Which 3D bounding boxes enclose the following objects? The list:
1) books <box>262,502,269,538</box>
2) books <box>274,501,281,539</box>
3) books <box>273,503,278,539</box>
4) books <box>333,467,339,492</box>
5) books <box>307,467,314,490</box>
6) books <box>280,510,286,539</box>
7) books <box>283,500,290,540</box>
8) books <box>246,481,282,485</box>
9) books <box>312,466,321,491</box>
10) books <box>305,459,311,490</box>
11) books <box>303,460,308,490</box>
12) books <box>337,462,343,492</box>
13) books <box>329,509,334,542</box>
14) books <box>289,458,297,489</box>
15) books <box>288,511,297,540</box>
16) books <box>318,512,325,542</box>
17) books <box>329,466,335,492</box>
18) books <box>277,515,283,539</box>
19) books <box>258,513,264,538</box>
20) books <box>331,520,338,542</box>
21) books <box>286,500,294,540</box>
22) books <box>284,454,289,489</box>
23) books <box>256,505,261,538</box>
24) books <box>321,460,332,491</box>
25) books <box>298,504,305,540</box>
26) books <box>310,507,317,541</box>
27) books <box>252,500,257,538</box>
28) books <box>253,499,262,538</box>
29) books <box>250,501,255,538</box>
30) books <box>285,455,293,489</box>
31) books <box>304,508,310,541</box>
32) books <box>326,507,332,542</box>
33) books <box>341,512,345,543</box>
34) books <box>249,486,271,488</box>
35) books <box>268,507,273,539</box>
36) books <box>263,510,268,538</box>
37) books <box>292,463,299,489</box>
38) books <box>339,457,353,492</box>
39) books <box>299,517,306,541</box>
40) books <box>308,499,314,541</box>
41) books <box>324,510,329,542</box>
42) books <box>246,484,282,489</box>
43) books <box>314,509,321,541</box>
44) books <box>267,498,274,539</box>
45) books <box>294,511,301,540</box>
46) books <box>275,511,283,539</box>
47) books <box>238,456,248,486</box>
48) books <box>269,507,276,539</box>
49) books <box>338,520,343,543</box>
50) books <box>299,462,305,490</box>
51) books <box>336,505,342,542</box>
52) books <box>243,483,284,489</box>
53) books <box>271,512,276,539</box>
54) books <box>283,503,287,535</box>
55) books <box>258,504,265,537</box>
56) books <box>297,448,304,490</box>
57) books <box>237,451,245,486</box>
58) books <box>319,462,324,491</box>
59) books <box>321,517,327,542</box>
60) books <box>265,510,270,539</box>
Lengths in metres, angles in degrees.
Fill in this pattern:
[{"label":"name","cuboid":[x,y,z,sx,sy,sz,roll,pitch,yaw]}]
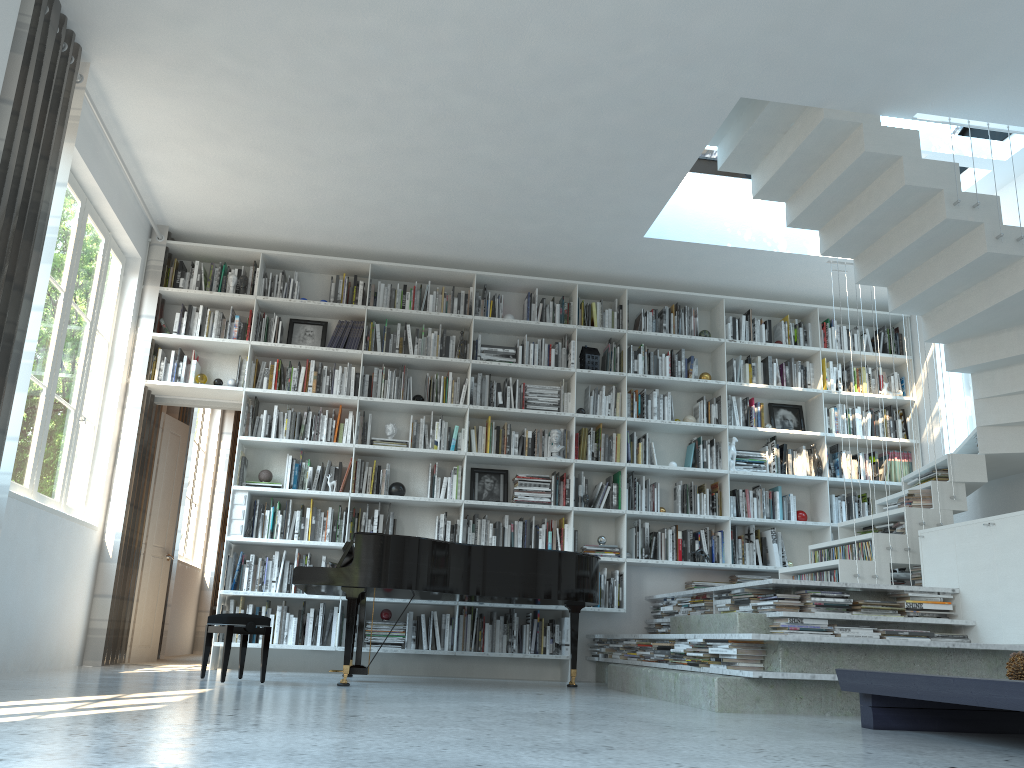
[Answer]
[{"label":"books","cuboid":[-1.827,1.024,6.568,0.008,0.279,0.165,5,-16,-8]},{"label":"books","cuboid":[-1.735,1.024,6.568,0.007,0.285,0.182,5,-16,-8]},{"label":"books","cuboid":[-1.747,1.034,6.589,0.009,0.277,0.158,5,-16,-8]},{"label":"books","cuboid":[-1.336,0.747,6.729,0.027,0.209,0.144,5,-16,-8]},{"label":"books","cuboid":[-1.518,0.735,6.680,0.029,0.189,0.189,5,-16,-8]},{"label":"books","cuboid":[-1.700,1.064,6.602,0.016,0.230,0.136,5,-16,-8]},{"label":"books","cuboid":[-1.667,1.024,6.582,0.019,0.299,0.180,5,-16,-8]},{"label":"books","cuboid":[-1.855,0.755,6.650,0.254,0.012,0.161,4,-16,-7]},{"label":"books","cuboid":[-1.481,0.736,6.721,0.056,0.213,0.143,5,-16,-8]},{"label":"books","cuboid":[-1.539,0.708,6.697,0.011,0.249,0.172,5,-16,-8]},{"label":"books","cuboid":[-1.558,0.712,6.712,0.022,0.248,0.129,5,-16,-8]},{"label":"books","cuboid":[-1.312,0.729,6.741,0.021,0.250,0.154,5,-16,-8]},{"label":"books","cuboid":[-1.352,1.075,6.643,0.013,0.259,0.143,5,-16,-8]},{"label":"books","cuboid":[-1.653,0.700,6.696,0.031,0.254,0.143,5,-16,-8]},{"label":"books","cuboid":[-1.630,1.069,6.608,0.045,0.229,0.138,5,-16,-8]},{"label":"books","cuboid":[-1.426,1.084,6.629,0.025,0.228,0.153,5,-16,-8]},{"label":"books","cuboid":[-1.363,0.743,6.715,0.030,0.207,0.173,5,-16,-8]},{"label":"books","cuboid":[-1.711,1.074,6.561,0.016,0.188,0.184,5,-16,-8]},{"label":"books","cuboid":[-1.839,1.061,6.534,0.019,0.188,0.194,5,-16,-8]},{"label":"books","cuboid":[-1.327,1.115,6.636,0.041,0.181,0.142,5,-16,-8]},{"label":"books","cuboid":[-1.653,1.025,6.597,0.012,0.305,0.190,5,-16,-8]},{"label":"books","cuboid":[-1.697,0.681,6.687,0.012,0.284,0.160,5,-16,-8]},{"label":"books","cuboid":[-1.871,1.035,6.573,0.022,0.256,0.142,5,-16,-8]},{"label":"books","cuboid":[-1.407,0.718,6.722,0.060,0.254,0.159,5,-16,-8]},{"label":"books","cuboid":[-1.570,1.044,6.605,0.014,0.281,0.150,5,-16,-8]},{"label":"books","cuboid":[-1.476,1.059,6.607,0.028,0.259,0.181,5,-16,-8]},{"label":"books","cuboid":[-1.903,1.017,6.572,0.016,0.288,0.153,5,-16,-8]},{"label":"books","cuboid":[-1.887,1.014,6.568,0.014,0.293,0.172,5,-16,-8]},{"label":"books","cuboid":[-1.915,1.018,6.571,0.008,0.284,0.160,5,-16,-8]},{"label":"books","cuboid":[-1.679,0.688,6.687,0.024,0.272,0.151,5,-16,-8]},{"label":"books","cuboid":[-1.523,1.062,6.610,0.026,0.253,0.177,5,-16,-8]},{"label":"books","cuboid":[-1.366,1.066,6.624,0.021,0.264,0.186,5,-16,-8]},{"label":"books","cuboid":[-1.262,1.088,6.641,0.010,0.239,0.175,5,-16,-8]},{"label":"books","cuboid":[-1.857,0.790,6.640,0.254,0.012,0.161,4,-16,-7]},{"label":"books","cuboid":[-1.782,1.045,6.570,0.014,0.242,0.171,5,-16,-8]},{"label":"books","cuboid":[-1.818,1.056,6.567,0.015,0.217,0.177,5,-16,-8]},{"label":"books","cuboid":[-1.620,0.718,6.666,0.029,0.207,0.190,5,-16,-8]},{"label":"books","cuboid":[-1.254,0.711,6.714,0.082,0.275,0.229,5,-16,-8]},{"label":"books","cuboid":[-1.549,1.091,6.586,0.029,0.181,0.190,5,-16,-8]},{"label":"books","cuboid":[-1.500,1.030,6.620,0.021,0.322,0.172,5,-16,-8]},{"label":"books","cuboid":[-1.385,1.079,6.635,0.010,0.245,0.160,5,-16,-8]},{"label":"books","cuboid":[-1.856,0.777,6.639,0.254,0.012,0.161,6,-17,-11]},{"label":"books","cuboid":[-1.449,1.068,6.614,0.028,0.248,0.159,5,-16,-8]},{"label":"books","cuboid":[-1.791,1.011,6.580,0.006,0.314,0.146,5,-16,-8]},{"label":"books","cuboid":[-1.592,1.068,6.597,0.027,0.229,0.159,5,-16,-8]},{"label":"books","cuboid":[-1.727,1.059,6.567,0.015,0.218,0.190,5,-16,-8]},{"label":"books","cuboid":[-2.014,0.675,6.638,0.028,0.242,0.157,5,-16,-8]},{"label":"books","cuboid":[-1.769,1.042,6.559,0.009,0.243,0.185,5,-16,-8]},{"label":"books","cuboid":[-1.284,1.120,6.656,0.023,0.186,0.130,5,-16,-8]},{"label":"books","cuboid":[-1.586,0.720,6.712,0.030,0.230,0.148,5,-16,-8]},{"label":"books","cuboid":[-1.295,1.062,6.636,0.014,0.285,0.180,5,-16,-8]},{"label":"books","cuboid":[-1.855,0.764,6.640,0.285,0.012,0.160,4,-16,-4]},{"label":"books","cuboid":[-1.762,1.067,6.586,0.016,0.210,0.146,5,-16,-8]},{"label":"books","cuboid":[-1.686,1.033,6.614,0.009,0.298,0.141,5,-16,-8]},{"label":"books","cuboid":[-1.853,1.028,6.558,0.007,0.263,0.177,5,-16,-8]},{"label":"books","cuboid":[-1.603,0.667,6.718,0.011,0.335,0.154,5,-16,-8]},{"label":"books","cuboid":[-2.034,0.656,6.650,0.012,0.284,0.160,5,-16,-8]},{"label":"books","cuboid":[-1.446,0.725,6.729,0.013,0.241,0.141,5,-16,-8]},{"label":"books","cuboid":[-1.403,1.103,6.630,0.023,0.193,0.140,5,-16,-8]},{"label":"books","cuboid":[-1.802,1.054,6.557,0.015,0.216,0.180,5,-16,-8]}]
